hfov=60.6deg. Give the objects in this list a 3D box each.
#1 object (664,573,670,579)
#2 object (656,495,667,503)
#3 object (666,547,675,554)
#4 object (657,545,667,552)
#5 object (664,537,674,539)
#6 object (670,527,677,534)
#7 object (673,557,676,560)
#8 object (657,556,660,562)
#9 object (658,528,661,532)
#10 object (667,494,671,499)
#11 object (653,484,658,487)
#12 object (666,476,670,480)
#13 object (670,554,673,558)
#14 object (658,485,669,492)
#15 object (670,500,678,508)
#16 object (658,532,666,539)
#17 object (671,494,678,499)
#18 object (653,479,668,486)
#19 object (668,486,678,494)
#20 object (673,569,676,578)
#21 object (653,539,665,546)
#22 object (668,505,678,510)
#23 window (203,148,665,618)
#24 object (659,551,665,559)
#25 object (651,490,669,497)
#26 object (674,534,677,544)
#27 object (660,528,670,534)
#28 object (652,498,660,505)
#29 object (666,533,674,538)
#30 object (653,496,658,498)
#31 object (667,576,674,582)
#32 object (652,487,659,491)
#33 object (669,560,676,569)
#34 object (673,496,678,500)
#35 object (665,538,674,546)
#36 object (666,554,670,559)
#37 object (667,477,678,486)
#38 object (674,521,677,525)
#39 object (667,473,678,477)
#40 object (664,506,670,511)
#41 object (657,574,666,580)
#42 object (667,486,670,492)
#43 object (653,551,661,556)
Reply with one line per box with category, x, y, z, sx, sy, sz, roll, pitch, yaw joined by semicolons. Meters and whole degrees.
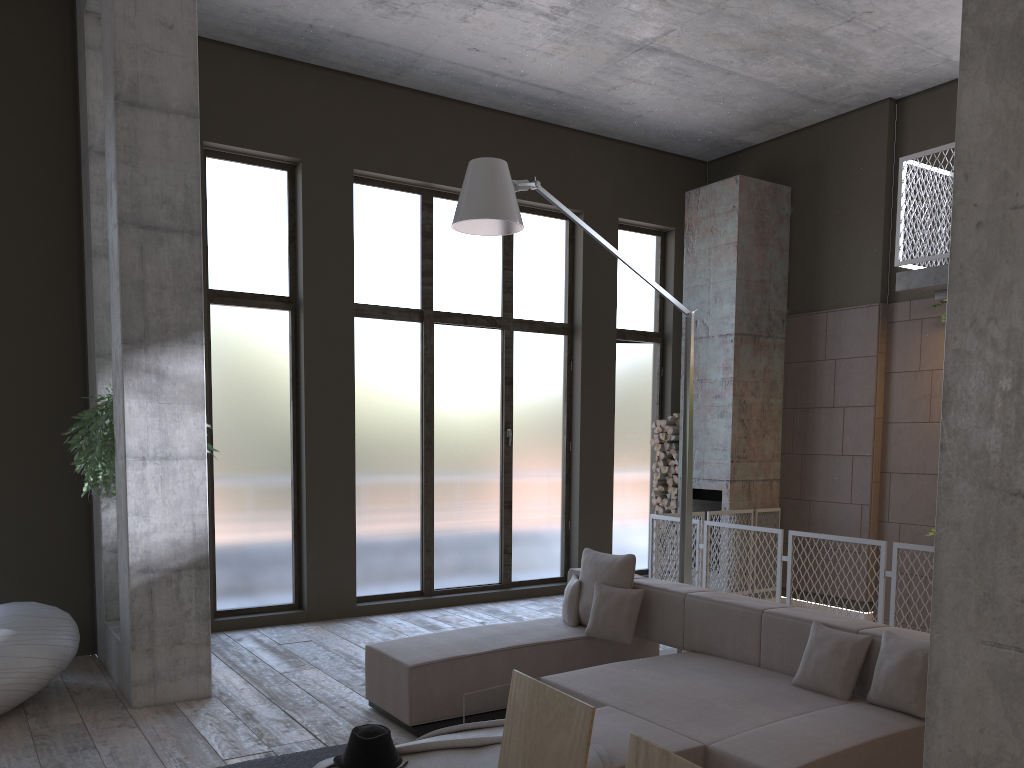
object;1.997;2.317;10.594;0.362;0.087;0.101;3;-1;-34
object;1.945;1.385;10.576;0.455;0.090;0.090;3;0;-32
object;2.038;1.971;10.458;0.437;0.094;0.092;2;0;-32
object;1.954;1.977;10.616;0.435;0.080;0.114;3;-2;-32
object;1.976;1.838;10.511;0.359;0.075;0.064;2;0;-31
object;2.081;1.714;10.358;0.479;0.084;0.093;3;-1;-32
object;1.992;2.046;10.325;0.250;0.048;0.062;3;-1;-34
object;1.939;2.105;10.639;0.455;0.090;0.090;3;0;-32
object;1.899;1.804;10.707;0.364;0.119;0.070;2;1;-33
object;2.018;1.333;10.430;0.422;0.068;0.067;3;0;-32
object;1.893;1.208;10.633;0.423;0.072;0.067;3;0;-32
object;1.982;1.118;10.448;0.359;0.075;0.064;2;0;-31
object;2.056;2.047;10.425;0.422;0.068;0.067;3;0;-32
object;1.960;1.257;10.553;0.435;0.080;0.114;3;-2;-32
object;1.994;1.401;10.276;0.292;0.103;0.100;2;0;-34
object;1.911;1.820;10.549;0.479;0.084;0.093;3;-1;-34
object;2.062;1.327;10.362;0.422;0.068;0.067;3;0;-32
object;1.901;1.185;10.566;0.455;0.090;0.090;2;0;-31
object;2.044;1.251;10.395;0.437;0.094;0.092;2;0;-32
object;2.058;2.228;10.367;0.363;0.126;0.063;2;2;-31
object;1.895;1.905;10.629;0.455;0.090;0.090;2;0;-31
object;2.025;1.456;10.399;0.363;0.068;0.121;3;-2;-32
window;-2.006;0.071;8.241;9.199;4.207;0.207;2;3;-34
object;1.969;2.046;10.554;0.479;0.084;0.093;3;-1;-32
object;1.855;1.309;10.518;0.422;0.073;0.071;3;0;-32
object;2.062;1.824;10.332;0.363;0.126;0.063;2;2;-31
object;1.968;1.744;10.499;0.435;0.080;0.114;3;-2;-34
object;1.894;1.418;10.650;0.437;0.093;0.091;2;0;-32
object;1.987;1.795;10.443;0.332;0.057;0.088;3;-2;-32
object;1.892;1.349;10.617;0.425;0.086;0.066;2;1;-30
object;2.044;2.325;10.504;0.435;0.080;0.114;3;-2;-34
object;1.875;1.275;10.616;0.363;0.068;0.121;3;-2;-34
object;1.988;2.122;10.339;0.292;0.103;0.100;2;0;-34
object;1.998;1.325;10.263;0.250;0.048;0.062;3;-1;-34
object;1.964;1.869;10.428;0.294;0.108;0.098;2;0;-34
object;2.012;2.053;10.493;0.422;0.068;0.067;3;0;-32
object;1.970;1.149;10.365;0.294;0.108;0.098;2;0;-34
object;2.098;1.634;10.370;0.435;0.080;0.114;3;-2;-34
object;1.993;1.074;10.380;0.332;0.057;0.088;3;-2;-32
object;1.973;1.474;10.487;0.359;0.075;0.064;3;0;-34
object;1.933;2.336;10.646;0.437;0.094;0.092;3;0;-34
object;2.024;1.240;10.473;0.362;0.087;0.101;2;-1;-32
object;1.849;2.030;10.581;0.422;0.073;0.071;3;0;-32
